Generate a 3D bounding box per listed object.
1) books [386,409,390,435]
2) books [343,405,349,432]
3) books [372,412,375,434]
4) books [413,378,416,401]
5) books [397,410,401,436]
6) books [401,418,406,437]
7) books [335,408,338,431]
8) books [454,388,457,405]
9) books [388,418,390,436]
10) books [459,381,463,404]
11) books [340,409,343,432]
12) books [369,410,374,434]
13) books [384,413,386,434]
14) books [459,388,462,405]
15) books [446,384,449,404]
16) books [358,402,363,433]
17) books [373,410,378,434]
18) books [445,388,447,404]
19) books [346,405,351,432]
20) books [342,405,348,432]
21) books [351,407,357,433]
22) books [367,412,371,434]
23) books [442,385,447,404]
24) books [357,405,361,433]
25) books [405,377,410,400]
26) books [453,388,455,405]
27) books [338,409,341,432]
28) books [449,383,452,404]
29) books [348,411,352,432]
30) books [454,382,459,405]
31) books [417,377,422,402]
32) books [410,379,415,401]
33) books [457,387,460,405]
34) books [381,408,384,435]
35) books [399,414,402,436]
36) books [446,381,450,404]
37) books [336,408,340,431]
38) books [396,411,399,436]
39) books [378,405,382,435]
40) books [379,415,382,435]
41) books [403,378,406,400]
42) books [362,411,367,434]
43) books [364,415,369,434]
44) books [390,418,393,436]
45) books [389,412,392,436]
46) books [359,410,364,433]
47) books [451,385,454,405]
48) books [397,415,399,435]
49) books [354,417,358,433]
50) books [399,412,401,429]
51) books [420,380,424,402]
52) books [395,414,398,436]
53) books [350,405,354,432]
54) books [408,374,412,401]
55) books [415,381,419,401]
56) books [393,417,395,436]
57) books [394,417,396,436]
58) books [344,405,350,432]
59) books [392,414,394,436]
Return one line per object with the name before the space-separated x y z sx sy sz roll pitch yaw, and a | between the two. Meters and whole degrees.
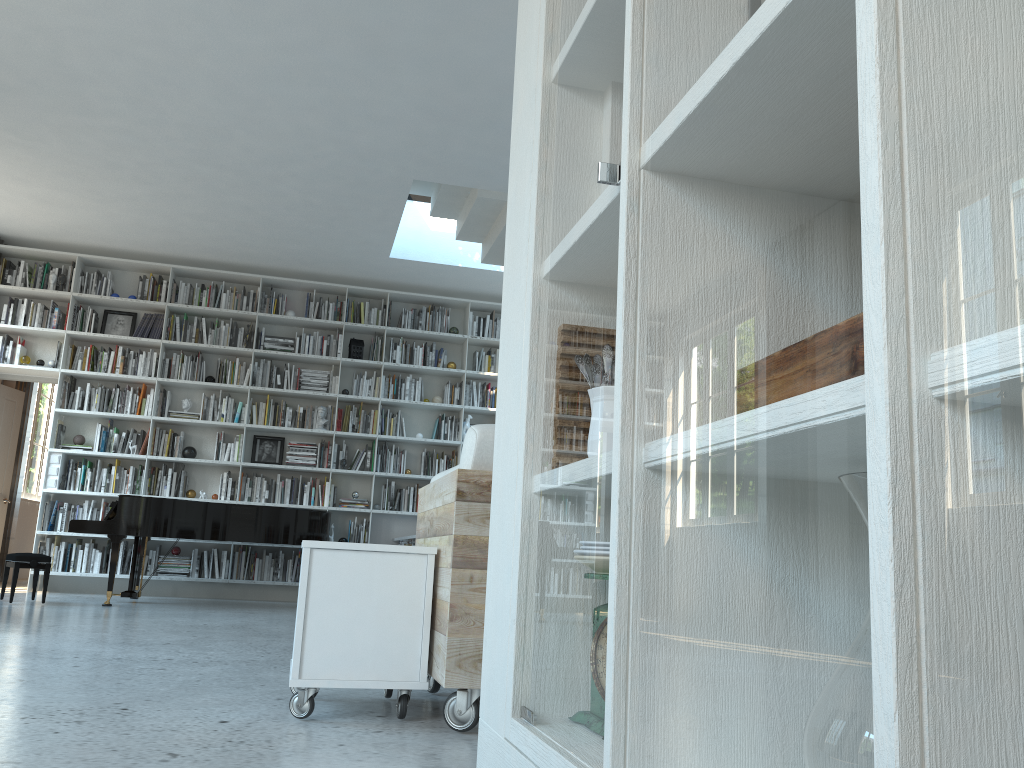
books | -1.263 0.406 8.955 0.013 0.278 0.192 5 -11 -13
books | -1.670 0.366 8.894 0.035 0.292 0.145 5 -11 -13
books | -1.408 0.415 8.958 0.019 0.247 0.149 5 -11 -13
books | -1.011 0.084 9.111 0.024 0.261 0.134 5 -11 -13
books | -1.157 0.418 9.005 0.013 0.287 0.159 5 -11 -13
books | -1.104 0.458 8.990 0.051 0.210 0.177 5 -11 -13
books | -1.760 0.377 8.874 0.014 0.253 0.161 5 -11 -13
books | -0.601 0.151 9.186 0.013 0.201 0.173 5 -11 -13
books | -1.257 0.454 8.972 0.014 0.192 0.147 5 -11 -13
books | -0.536 0.117 9.194 0.005 0.277 0.183 5 -11 -13
books | -1.716 0.387 8.895 0.013 0.246 0.177 5 -11 -13
books | -1.422 0.402 8.941 0.032 0.266 0.143 5 -11 -13
books | -1.295 0.427 8.980 0.007 0.243 0.146 5 -11 -13
books | -0.547 0.153 9.191 0.012 0.205 0.169 5 -11 -13
books | -0.682 0.130 9.176 0.012 0.231 0.154 5 -11 -13
books | -1.532 0.356 8.921 0.021 0.337 0.169 5 -11 -13
books | -1.388 0.407 8.961 0.033 0.268 0.142 5 -11 -13
books | -0.691 0.142 9.174 0.005 0.205 0.154 5 -11 -13
books | -1.646 0.368 8.899 0.035 0.292 0.145 5 -11 -13
books | -1.680 0.363 8.881 0.035 0.292 0.145 5 -11 -13
books | -1.594 0.383 8.921 0.035 0.277 0.139 5 -11 -13
books | -1.447 0.414 8.938 0.028 0.239 0.145 5 -11 -13
books | -0.702 0.135 9.176 0.015 0.220 0.140 5 -11 -13
books | -1.541 0.373 8.897 0.019 0.292 0.182 5 -11 -13
books | -1.080 0.070 9.064 0.030 0.262 0.182 5 -11 -13
books | -0.615 0.150 9.195 0.012 0.206 0.138 5 -11 -13
books | -1.729 0.385 8.881 0.014 0.243 0.145 5 -11 -13
books | -0.654 0.127 9.183 0.016 0.243 0.152 5 -11 -13
books | -1.626 0.398 8.889 0.015 0.231 0.180 5 -11 -13
books | -0.583 0.124 9.185 0.016 0.256 0.176 5 -11 -13
books | -0.960 0.079 9.097 0.024 0.272 0.170 5 -11 -13
books | -1.030 0.087 9.085 0.025 0.244 0.183 5 -11 -13
books | -0.571 0.151 9.182 0.013 0.204 0.174 5 -11 -13
books | -1.310 0.401 8.961 0.035 0.287 0.192 5 -11 -13
books | -1.138 0.437 9.014 0.007 0.253 0.161 5 -11 -13
books | -0.666 0.111 9.171 0.015 0.267 0.164 5 -11 -13
books | -1.745 0.378 8.879 0.015 0.254 0.151 5 -11 -13
books | -1.171 0.424 8.994 0.006 0.269 0.178 5 -11 -13
books | -1.338 0.382 8.953 0.006 0.318 0.165 5 -11 -13
books | -1.334 0.433 8.959 0.015 0.219 0.155 5 -11 -13
books | -1.106 0.076 9.082 0.011 0.256 0.131 5 -11 -13
books | -1.489 0.403 8.901 0.027 0.241 0.189 5 -11 -13
books | -1.468 0.425 8.911 0.034 0.204 0.181 5 -11 -13
books | -1.223 0.453 8.954 0.017 0.191 0.191 5 -11 -13
books | -1.243 0.425 8.986 0.013 0.255 0.145 5 -11 -13
books | -1.517 0.400 8.921 0.033 0.252 0.175 5 -11 -13
books | -0.628 0.137 9.189 0.016 0.227 0.160 5 -11 -13
books | -1.166 0.423 9.001 0.006 0.273 0.167 5 -11 -13
books | -1.572 0.433 8.920 0.030 0.180 0.132 5 -11 -13
books | -1.155 0.420 9.049 0.011 0.300 0.089 5 -11 -13
books | -0.929 0.096 9.126 0.034 0.253 0.161 5 -11 -13
books | -1.185 0.437 8.998 0.017 0.242 0.133 5 -11 -13
books | -1.607 0.369 8.896 0.019 0.293 0.164 5 -11 -13
books | -1.057 0.062 9.098 0.027 0.294 0.159 5 -11 -13
books | -0.986 0.098 9.100 0.021 0.232 0.183 5 -11 -13
books | -1.206 0.451 8.986 0.014 0.209 0.157 5 -11 -13
books | -1.194 0.449 8.981 0.007 0.211 0.158 5 -11 -13
books | -1.654 0.364 8.882 0.035 0.292 0.145 5 -11 -13
books | -1.216 0.434 8.987 0.008 0.242 0.169 5 -11 -13
